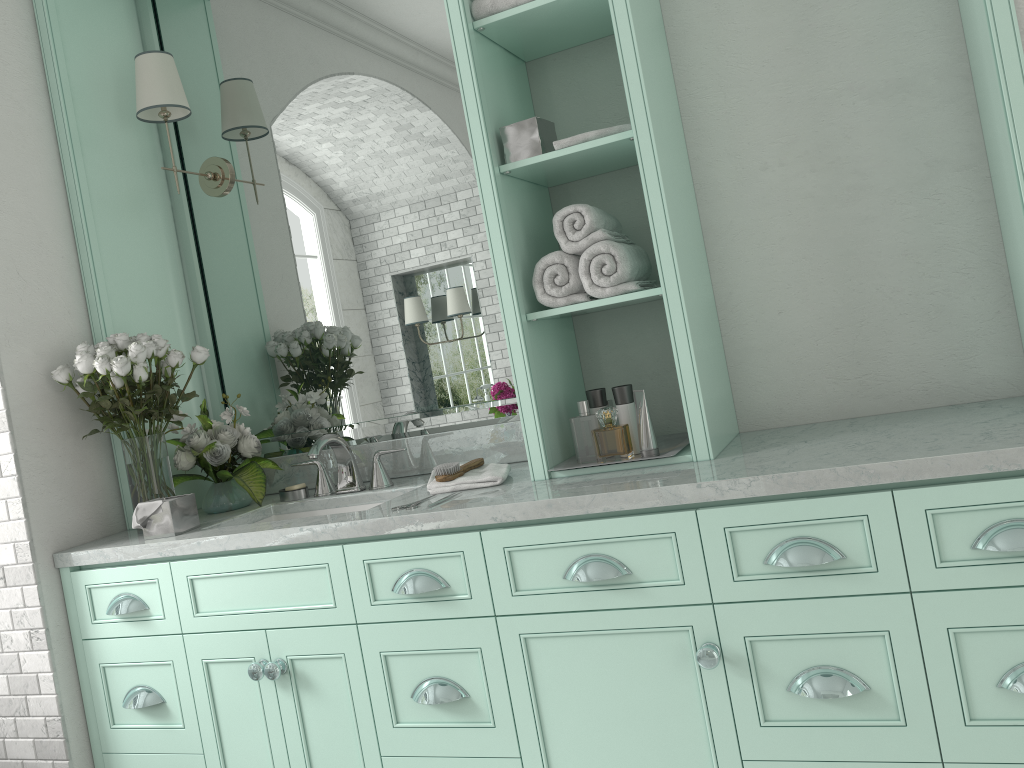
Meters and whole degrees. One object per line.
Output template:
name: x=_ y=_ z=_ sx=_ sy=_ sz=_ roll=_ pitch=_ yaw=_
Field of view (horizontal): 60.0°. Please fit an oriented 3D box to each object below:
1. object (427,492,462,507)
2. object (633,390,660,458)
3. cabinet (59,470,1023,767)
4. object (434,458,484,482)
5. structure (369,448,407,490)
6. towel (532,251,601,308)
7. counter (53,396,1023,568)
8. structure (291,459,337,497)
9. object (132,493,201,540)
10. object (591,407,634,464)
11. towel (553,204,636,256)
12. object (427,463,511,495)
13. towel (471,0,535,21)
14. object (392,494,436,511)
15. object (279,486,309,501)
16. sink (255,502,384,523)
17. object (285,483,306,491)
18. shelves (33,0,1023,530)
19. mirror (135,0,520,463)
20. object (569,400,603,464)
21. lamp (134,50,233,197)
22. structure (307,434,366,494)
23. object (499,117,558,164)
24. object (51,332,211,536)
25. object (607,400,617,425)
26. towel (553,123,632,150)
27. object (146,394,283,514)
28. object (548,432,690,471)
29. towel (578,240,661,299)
object: x=-0.182 y=0.307 z=2.361 sx=0.020 sy=0.005 sz=0.168 roll=-9 pitch=2 yaw=27
object: x=0.350 y=0.104 z=2.341 sx=0.049 sy=0.179 sz=0.050 roll=-10 pitch=0 yaw=25
cabinet: x=0.115 y=0.850 z=2.540 sx=2.790 sy=1.098 sz=0.865 roll=-10 pitch=1 yaw=23
object: x=-0.147 y=0.244 z=2.622 sx=0.068 sy=0.044 sz=0.229 roll=-10 pitch=2 yaw=32
structure: x=-0.402 y=0.272 z=2.893 sx=0.157 sy=0.121 sz=0.083 roll=-10 pitch=0 yaw=7
towel: x=0.176 y=-0.299 z=2.528 sx=0.153 sy=0.163 sz=0.312 roll=-10 pitch=1 yaw=23
counter: x=0.007 y=0.223 z=2.564 sx=2.799 sy=0.181 sz=0.826 roll=-10 pitch=2 yaw=23
structure: x=-0.672 y=0.318 z=2.986 sx=0.157 sy=0.121 sz=0.083 roll=-10 pitch=0 yaw=7
object: x=-1.059 y=0.403 z=2.692 sx=0.136 sy=0.113 sz=0.147 roll=-10 pitch=1 yaw=18
object: x=0.266 y=0.134 z=2.381 sx=0.092 sy=0.147 sz=0.063 roll=-10 pitch=0 yaw=28
towel: x=0.229 y=-0.435 z=2.512 sx=0.168 sy=0.142 sz=0.299 roll=-10 pitch=2 yaw=23
object: x=-0.135 y=0.273 z=2.601 sx=0.316 sy=0.056 sz=0.240 roll=-10 pitch=2 yaw=19
towel: x=0.156 y=-1.086 z=2.591 sx=0.399 sy=0.068 sz=0.495 roll=-10 pitch=2 yaw=23
object: x=-0.268 y=0.322 z=2.406 sx=0.075 sy=0.007 sz=0.176 roll=-10 pitch=2 yaw=15
object: x=-0.743 y=0.373 z=3.020 sx=0.133 sy=0.035 sz=0.080 roll=-9 pitch=2 yaw=41
sink: x=-0.597 y=0.446 z=2.728 sx=0.600 sy=0.079 sz=0.347 roll=-10 pitch=2 yaw=23
object: x=-0.734 y=0.351 z=3.006 sx=0.077 sy=0.022 sz=0.052 roll=-9 pitch=2 yaw=44
shelves: x=-0.128 y=-0.788 z=2.672 sx=2.801 sy=2.124 sz=0.466 roll=-10 pitch=0 yaw=23
mirror: x=-0.635 y=-0.752 z=3.098 sx=1.432 sy=1.934 sz=0.015 roll=-10 pitch=0 yaw=23
object: x=0.210 y=0.130 z=2.449 sx=0.092 sy=0.170 sz=0.035 roll=-10 pitch=0 yaw=22
lamp: x=-1.187 y=-0.910 z=3.158 sx=0.182 sy=0.488 sz=0.309 roll=-10 pitch=0 yaw=22
structure: x=-0.564 y=0.259 z=2.860 sx=0.103 sy=0.205 sz=0.235 roll=-10 pitch=1 yaw=12
object: x=0.052 y=-0.671 z=2.475 sx=0.117 sy=0.105 sz=0.122 roll=-10 pitch=1 yaw=28
object: x=-1.190 y=0.155 z=2.849 sx=0.355 sy=0.654 sz=0.393 roll=-10 pitch=0 yaw=34
object: x=0.255 y=0.127 z=2.560 sx=0.093 sy=0.151 sz=0.035 roll=-10 pitch=0 yaw=26
towel: x=0.265 y=-0.676 z=2.474 sx=0.238 sy=0.056 sz=0.318 roll=-10 pitch=2 yaw=19
object: x=-1.008 y=0.241 z=3.062 sx=0.451 sy=0.402 sz=0.395 roll=-10 pitch=1 yaw=24
object: x=0.335 y=0.189 z=2.506 sx=0.349 sy=0.008 sz=0.439 roll=-10 pitch=2 yaw=23
towel: x=0.301 y=-0.319 z=2.472 sx=0.160 sy=0.159 sz=0.305 roll=-10 pitch=1 yaw=23
